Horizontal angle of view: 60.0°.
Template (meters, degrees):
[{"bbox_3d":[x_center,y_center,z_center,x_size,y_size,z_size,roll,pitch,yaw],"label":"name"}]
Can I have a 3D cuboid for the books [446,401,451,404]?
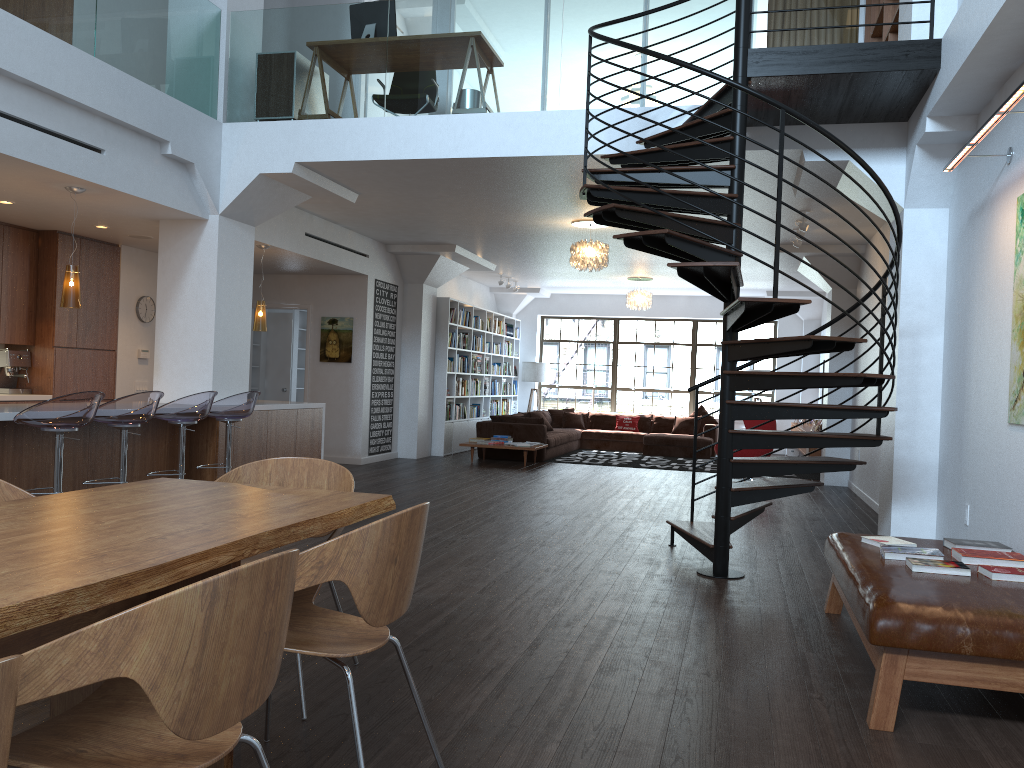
[{"bbox_3d":[-1.051,0.287,13.724,0.174,0.045,0.240,2,0,4],"label":"books"}]

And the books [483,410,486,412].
[{"bbox_3d":[-0.616,0.480,15.715,0.254,0.032,0.174,2,0,19],"label":"books"}]

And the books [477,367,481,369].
[{"bbox_3d":[-0.661,-0.276,15.290,0.180,0.042,0.259,2,0,14],"label":"books"}]

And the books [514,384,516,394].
[{"bbox_3d":[-0.020,0.110,17.671,0.161,0.213,0.146,2,0,14],"label":"books"}]

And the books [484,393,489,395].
[{"bbox_3d":[-0.558,0.180,15.730,0.246,0.038,0.171,2,0,14],"label":"books"}]

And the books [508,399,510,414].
[{"bbox_3d":[-0.127,0.444,17.348,0.176,0.290,0.053,2,0,14],"label":"books"}]

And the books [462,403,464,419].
[{"bbox_3d":[-0.872,0.441,14.443,0.183,0.253,0.042,2,0,14],"label":"books"}]

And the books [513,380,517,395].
[{"bbox_3d":[0.009,0.070,17.769,0.176,0.290,0.053,2,0,14],"label":"books"}]

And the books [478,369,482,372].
[{"bbox_3d":[-0.638,-0.236,15.288,0.160,0.039,0.251,2,0,19],"label":"books"}]

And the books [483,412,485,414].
[{"bbox_3d":[-0.613,0.513,15.711,0.284,0.033,0.197,2,0,-1],"label":"books"}]

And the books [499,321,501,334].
[{"bbox_3d":[-0.301,-1.043,16.424,0.183,0.253,0.034,2,0,14],"label":"books"}]

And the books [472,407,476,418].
[{"bbox_3d":[-0.689,0.487,15.121,0.126,0.173,0.032,2,0,14],"label":"books"}]

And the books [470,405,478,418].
[{"bbox_3d":[-0.659,0.473,15.233,0.146,0.202,0.027,2,0,14],"label":"books"}]

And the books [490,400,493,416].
[{"bbox_3d":[-0.446,0.438,16.113,0.198,0.284,0.066,2,0,14],"label":"books"}]

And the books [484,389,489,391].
[{"bbox_3d":[-0.555,0.104,15.758,0.259,0.040,0.180,2,0,14],"label":"books"}]

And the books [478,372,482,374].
[{"bbox_3d":[-0.636,-0.196,15.289,0.171,0.039,0.246,2,0,14],"label":"books"}]

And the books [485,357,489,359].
[{"bbox_3d":[-0.535,-0.468,15.636,0.224,0.030,0.161,2,0,24],"label":"books"}]

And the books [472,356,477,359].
[{"bbox_3d":[-0.714,-0.455,14.912,0.174,0.045,0.240,2,0,14],"label":"books"}]

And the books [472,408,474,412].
[{"bbox_3d":[-0.712,0.489,15.023,0.120,0.167,0.020,2,0,14],"label":"books"}]

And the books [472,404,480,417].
[{"bbox_3d":[-0.625,0.459,15.397,0.140,0.231,0.042,2,0,14],"label":"books"}]

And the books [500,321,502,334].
[{"bbox_3d":[-0.289,-1.043,16.456,0.183,0.253,0.034,2,0,14],"label":"books"}]

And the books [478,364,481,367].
[{"bbox_3d":[-0.642,-0.320,15.300,0.168,0.045,0.231,2,0,9],"label":"books"}]

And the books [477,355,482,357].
[{"bbox_3d":[-0.618,-0.486,15.309,0.129,0.043,0.185,2,0,29],"label":"books"}]

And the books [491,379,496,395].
[{"bbox_3d":[-0.392,0.059,16.259,0.197,0.290,0.136,2,0,14],"label":"books"}]

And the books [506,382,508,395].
[{"bbox_3d":[-0.175,0.083,17.086,0.183,0.253,0.042,2,0,14],"label":"books"}]

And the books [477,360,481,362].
[{"bbox_3d":[-0.637,-0.398,15.301,0.161,0.033,0.223,2,0,14],"label":"books"}]

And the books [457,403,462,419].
[{"bbox_3d":[-0.899,0.437,14.361,0.180,0.259,0.042,2,0,14],"label":"books"}]

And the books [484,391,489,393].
[{"bbox_3d":[-0.558,0.143,15.733,0.251,0.037,0.160,2,0,19],"label":"books"}]

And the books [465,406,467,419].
[{"bbox_3d":[-0.829,0.466,14.583,0.161,0.207,0.135,2,0,14],"label":"books"}]

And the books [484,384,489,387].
[{"bbox_3d":[-0.547,0.021,15.734,0.253,0.040,0.183,2,0,14],"label":"books"}]

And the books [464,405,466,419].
[{"bbox_3d":[-0.850,0.451,14.530,0.174,0.236,0.142,2,0,14],"label":"books"}]

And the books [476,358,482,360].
[{"bbox_3d":[-0.644,-0.427,15.328,0.223,0.027,0.161,2,0,4],"label":"books"}]

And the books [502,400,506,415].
[{"bbox_3d":[-0.219,0.444,17.029,0.198,0.284,0.066,2,0,14],"label":"books"}]

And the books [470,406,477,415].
[{"bbox_3d":[-0.677,0.478,15.176,0.139,0.191,0.036,2,0,14],"label":"books"}]

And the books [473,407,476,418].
[{"bbox_3d":[-0.682,0.484,15.147,0.128,0.178,0.021,2,0,14],"label":"books"}]

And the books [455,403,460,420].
[{"bbox_3d":[-0.935,0.438,14.213,0.183,0.253,0.042,2,0,14],"label":"books"}]

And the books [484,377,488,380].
[{"bbox_3d":[-0.527,-0.098,15.722,0.185,0.041,0.129,2,0,29],"label":"books"}]

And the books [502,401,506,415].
[{"bbox_3d":[-0.218,0.459,16.969,0.183,0.253,0.037,2,0,14],"label":"books"}]

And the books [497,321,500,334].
[{"bbox_3d":[-0.320,-1.040,16.344,0.171,0.246,0.057,2,0,14],"label":"books"}]

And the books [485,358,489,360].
[{"bbox_3d":[-0.538,-0.439,15.628,0.223,0.031,0.161,2,0,14],"label":"books"}]

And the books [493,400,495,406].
[{"bbox_3d":[-0.410,0.436,16.218,0.176,0.290,0.053,2,0,14],"label":"books"}]

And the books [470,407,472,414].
[{"bbox_3d":[-0.749,0.479,14.929,0.134,0.184,0.030,2,0,14],"label":"books"}]

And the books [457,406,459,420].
[{"bbox_3d":[-0.935,0.463,14.174,0.161,0.223,0.030,2,0,14],"label":"books"}]

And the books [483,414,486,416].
[{"bbox_3d":[-0.615,0.547,15.711,0.284,0.035,0.197,2,0,14],"label":"books"}]

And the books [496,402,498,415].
[{"bbox_3d":[-0.345,0.456,16.447,0.183,0.253,0.034,2,0,14],"label":"books"}]

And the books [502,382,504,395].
[{"bbox_3d":[-0.242,0.081,16.800,0.174,0.251,0.051,2,0,14],"label":"books"}]

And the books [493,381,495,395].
[{"bbox_3d":[-0.403,0.078,16.154,0.182,0.253,0.098,2,0,14],"label":"books"}]

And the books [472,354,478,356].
[{"bbox_3d":[-0.711,-0.491,14.888,0.223,0.027,0.161,2,0,24],"label":"books"}]

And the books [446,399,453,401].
[{"bbox_3d":[-1.047,0.251,13.700,0.223,0.027,0.161,2,0,24],"label":"books"}]

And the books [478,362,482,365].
[{"bbox_3d":[-0.634,-0.362,15.294,0.183,0.042,0.253,2,0,14],"label":"books"}]

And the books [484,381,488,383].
[{"bbox_3d":[-0.518,-0.040,15.719,0.161,0.026,0.223,2,0,4],"label":"books"}]

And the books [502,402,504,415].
[{"bbox_3d":[-0.254,0.459,16.828,0.183,0.253,0.037,2,0,14],"label":"books"}]

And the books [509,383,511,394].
[{"bbox_3d":[-0.120,0.098,17.304,0.168,0.228,0.139,2,0,14],"label":"books"}]

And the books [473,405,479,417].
[{"bbox_3d":[-0.642,0.473,15.314,0.146,0.202,0.027,2,0,14],"label":"books"}]

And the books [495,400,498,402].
[{"bbox_3d":[-0.345,0.438,16.483,0.176,0.290,0.036,2,0,14],"label":"books"}]

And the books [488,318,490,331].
[{"bbox_3d":[-0.476,-1.046,15.758,0.160,0.251,0.031,2,0,14],"label":"books"}]

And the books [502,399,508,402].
[{"bbox_3d":[-0.161,0.439,17.131,0.140,0.298,0.044,2,0,14],"label":"books"}]

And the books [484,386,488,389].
[{"bbox_3d":[-0.543,0.062,15.741,0.231,0.044,0.168,2,0,9],"label":"books"}]

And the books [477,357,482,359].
[{"bbox_3d":[-0.625,-0.453,15.314,0.144,0.024,0.208,2,0,19],"label":"books"}]
